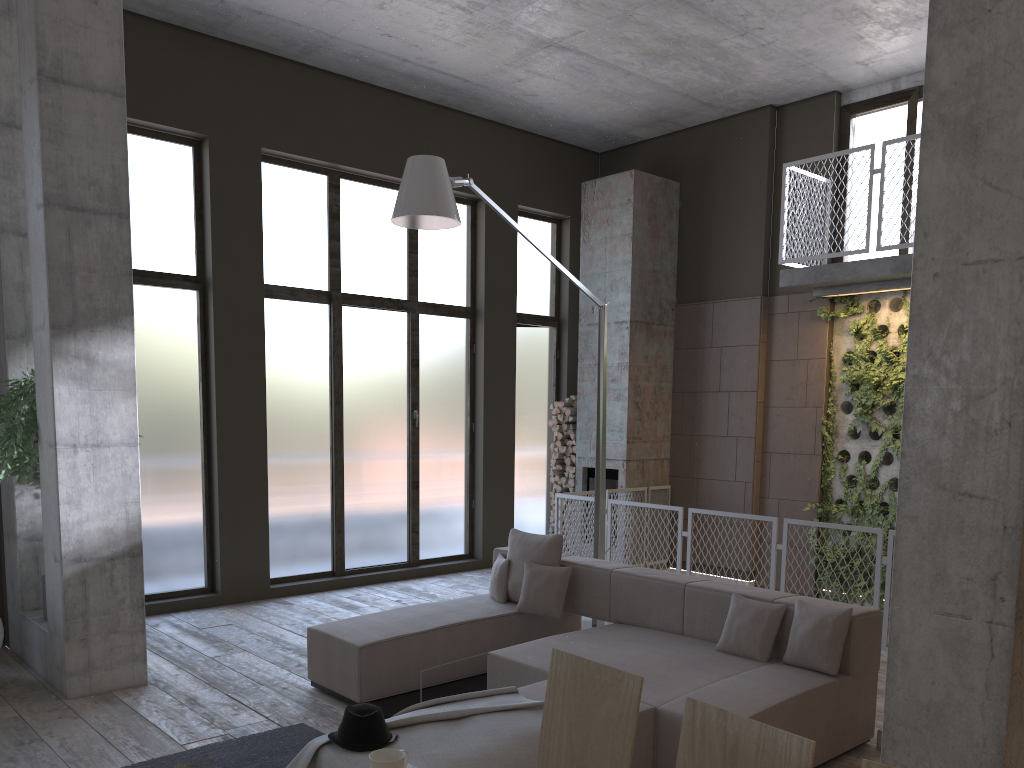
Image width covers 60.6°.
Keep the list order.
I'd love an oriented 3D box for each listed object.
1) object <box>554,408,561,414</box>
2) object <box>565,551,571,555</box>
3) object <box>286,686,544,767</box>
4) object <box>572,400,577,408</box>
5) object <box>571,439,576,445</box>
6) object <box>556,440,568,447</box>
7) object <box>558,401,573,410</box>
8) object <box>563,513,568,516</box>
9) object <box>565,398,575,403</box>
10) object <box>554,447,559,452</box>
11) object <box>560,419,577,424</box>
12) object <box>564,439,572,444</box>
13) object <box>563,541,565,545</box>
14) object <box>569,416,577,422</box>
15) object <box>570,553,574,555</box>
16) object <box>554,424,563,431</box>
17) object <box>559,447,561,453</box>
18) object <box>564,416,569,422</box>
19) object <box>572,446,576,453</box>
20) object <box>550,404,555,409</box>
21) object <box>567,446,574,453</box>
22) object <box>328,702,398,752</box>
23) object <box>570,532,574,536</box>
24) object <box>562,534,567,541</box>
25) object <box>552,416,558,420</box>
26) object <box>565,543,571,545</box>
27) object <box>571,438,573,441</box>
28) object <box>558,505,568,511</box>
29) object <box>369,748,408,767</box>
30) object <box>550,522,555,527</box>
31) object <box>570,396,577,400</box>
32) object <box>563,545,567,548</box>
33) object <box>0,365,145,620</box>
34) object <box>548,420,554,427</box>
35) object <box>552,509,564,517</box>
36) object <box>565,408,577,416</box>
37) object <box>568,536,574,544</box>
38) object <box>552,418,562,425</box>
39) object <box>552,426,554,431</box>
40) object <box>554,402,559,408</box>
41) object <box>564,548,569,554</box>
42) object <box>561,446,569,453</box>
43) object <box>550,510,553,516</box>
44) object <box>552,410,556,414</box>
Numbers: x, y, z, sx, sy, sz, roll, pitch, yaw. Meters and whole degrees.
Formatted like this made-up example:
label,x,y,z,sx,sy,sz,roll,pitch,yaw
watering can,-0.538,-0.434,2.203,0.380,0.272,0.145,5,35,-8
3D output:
label,x,y,z,sx,sy,sz,roll,pitch,yaw
object,0.709,0.341,10.914,0.434,0.081,0.112,2,0,-42
object,0.851,2.124,11.054,0.434,0.080,0.114,2,0,-42
object,-0.494,1.710,3.835,1.595,0.508,1.037,1,0,-23
object,0.884,0.253,10.844,0.293,0.109,0.099,1,2,-41
object,0.905,0.713,10.821,0.421,0.073,0.071,2,1,-42
object,0.737,0.745,11.016,0.436,0.094,0.092,2,1,-42
object,0.708,0.270,10.841,0.291,0.104,0.103,2,1,-42
object,0.778,1.634,11.035,0.358,0.075,0.064,2,2,-40
object,0.800,0.212,10.849,0.358,0.074,0.065,2,1,-43
object,0.702,0.824,11.053,0.421,0.068,0.067,2,1,-42
object,0.783,0.473,10.897,0.434,0.080,0.114,2,0,-42
object,0.808,0.729,10.974,0.362,0.087,0.100,2,0,-42
object,0.767,1.991,11.083,0.358,0.075,0.064,2,1,-43
object,0.870,0.429,10.776,0.421,0.068,0.066,2,1,-42
object,0.889,2.097,10.982,0.421,0.073,0.071,2,1,-42
object,0.720,0.547,10.939,0.478,0.084,0.093,2,1,-42
object,0.756,0.825,10.994,0.421,0.068,0.067,2,1,-42
object,0.817,0.431,10.836,0.421,0.067,0.067,2,1,-42
object,0.930,0.803,10.818,0.436,0.093,0.091,2,1,-42
object,0.646,0.284,10.993,0.422,0.070,0.067,2,1,-43
object,0.875,0.812,10.886,0.454,0.090,0.090,2,1,-42
object,-0.628,1.436,3.702,0.301,0.171,0.297,1,0,36
object,0.825,1.849,10.862,0.250,0.048,0.062,2,0,-43
object,0.787,1.920,11.044,0.454,0.090,0.090,2,1,-43
object,0.669,0.427,11.004,0.424,0.087,0.065,2,2,-44
object,0.832,1.976,11.004,0.362,0.068,0.121,2,-1,-41
object,0.873,0.671,10.947,0.291,0.103,0.103,2,1,-42
object,0.772,1.541,11.019,0.434,0.080,0.114,2,0,-42
object,-0.324,1.006,2.289,0.093,0.089,0.116,1,1,2
object,0.648,1.786,11.189,0.362,0.068,0.121,2,-1,-43
object,0.861,0.174,10.816,0.331,0.056,0.087,2,-1,-42
object,0.681,2.027,11.099,0.293,0.108,0.098,1,2,-41
object,-3.208,0.732,6.146,0.999,1.888,0.956,2,5,14
object,0.639,0.495,11.020,0.436,0.093,0.091,2,1,-42
object,0.708,1.615,11.061,0.478,0.084,0.093,2,1,-42
object,0.839,0.350,10.793,0.436,0.094,0.093,2,1,-42
object,0.819,1.925,10.876,0.292,0.104,0.100,2,1,-43
object,0.694,0.468,10.950,0.454,0.090,0.090,2,1,-42
object,0.671,0.558,10.997,0.421,0.068,0.067,2,1,-42
object,0.710,0.268,10.964,0.454,0.091,0.090,2,1,-43
object,0.791,2.113,11.135,0.362,0.087,0.100,2,0,-42
object,0.805,0.814,10.935,0.478,0.084,0.093,2,1,-42
object,0.659,1.626,11.120,0.421,0.068,0.067,2,1,-42
object,0.670,0.354,11.013,0.363,0.069,0.121,2,-1,-41
